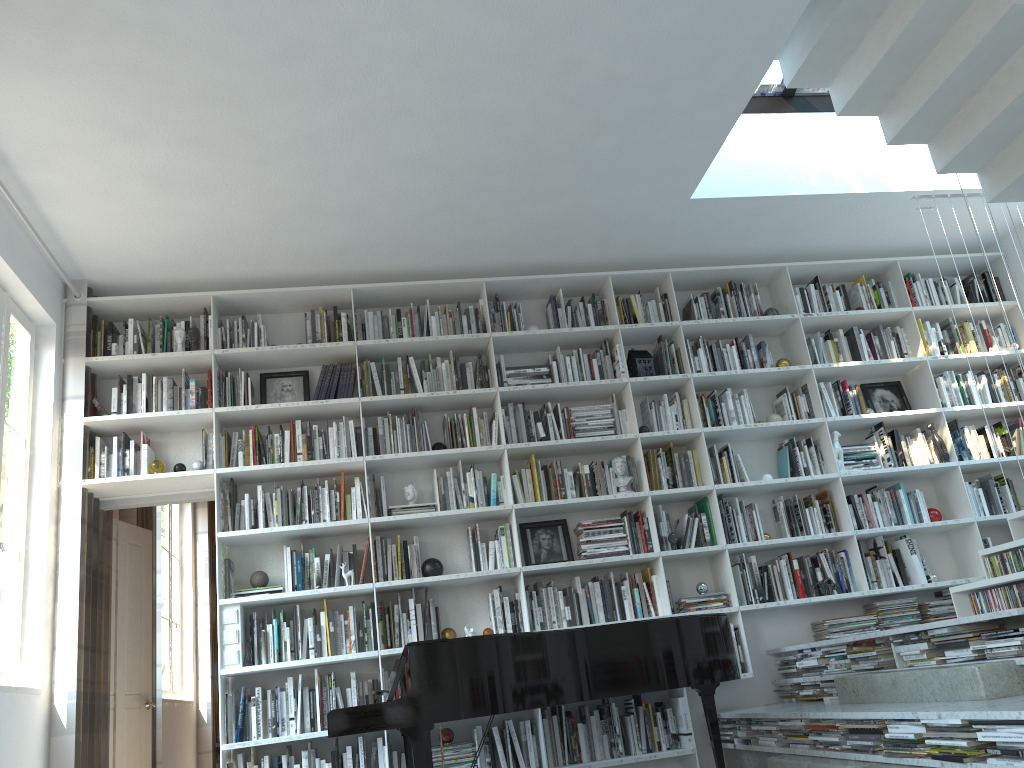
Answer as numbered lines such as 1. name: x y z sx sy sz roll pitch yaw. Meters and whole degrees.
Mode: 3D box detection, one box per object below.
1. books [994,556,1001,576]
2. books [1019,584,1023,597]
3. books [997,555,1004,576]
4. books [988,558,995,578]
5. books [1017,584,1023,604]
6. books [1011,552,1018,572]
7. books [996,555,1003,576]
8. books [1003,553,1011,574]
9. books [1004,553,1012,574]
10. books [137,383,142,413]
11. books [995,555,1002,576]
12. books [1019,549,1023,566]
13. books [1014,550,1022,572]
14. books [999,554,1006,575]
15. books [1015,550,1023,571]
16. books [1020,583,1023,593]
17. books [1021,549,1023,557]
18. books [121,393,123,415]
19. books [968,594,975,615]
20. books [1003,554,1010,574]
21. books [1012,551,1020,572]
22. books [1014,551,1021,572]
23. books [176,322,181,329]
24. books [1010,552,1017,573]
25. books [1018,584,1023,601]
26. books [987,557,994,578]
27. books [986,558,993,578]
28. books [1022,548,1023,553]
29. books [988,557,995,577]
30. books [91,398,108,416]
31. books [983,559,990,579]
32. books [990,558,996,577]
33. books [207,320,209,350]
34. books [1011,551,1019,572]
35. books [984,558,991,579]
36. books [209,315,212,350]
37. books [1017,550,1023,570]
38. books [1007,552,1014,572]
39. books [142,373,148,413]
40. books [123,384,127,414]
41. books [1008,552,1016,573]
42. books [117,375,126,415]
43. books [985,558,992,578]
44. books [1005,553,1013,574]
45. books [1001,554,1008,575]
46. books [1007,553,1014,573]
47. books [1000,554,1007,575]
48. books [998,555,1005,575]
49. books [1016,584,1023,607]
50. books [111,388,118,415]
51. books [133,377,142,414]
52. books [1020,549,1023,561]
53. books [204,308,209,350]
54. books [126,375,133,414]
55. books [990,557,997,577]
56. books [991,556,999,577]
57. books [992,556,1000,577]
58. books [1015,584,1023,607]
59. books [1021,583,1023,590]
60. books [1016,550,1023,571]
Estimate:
1. books: 2.636 0.969 4.712 0.125 0.125 0.008 -4 -19 -10
2. books: 2.558 1.032 4.337 0.125 0.125 0.008 -4 -19 -10
3. books: 2.639 0.960 4.691 0.125 0.125 0.007 -4 -19 -10
4. books: 2.629 0.987 4.760 0.125 0.125 0.008 -4 -19 -10
5. books: 2.556 1.037 4.351 0.125 0.125 0.008 -4 -19 -10
6. books: 2.655 0.922 4.589 0.125 0.125 0.008 -4 -19 -10
7. books: 2.638 0.963 4.698 0.125 0.125 0.007 -4 -19 -10
8. books: 2.647 0.941 4.640 0.125 0.125 0.007 -4 -19 -10
9. books: 2.648 0.938 4.632 0.125 0.125 0.009 -4 -19 -10
10. books: -2.216 0.134 5.319 0.024 0.238 0.156 -4 -19 -10
11. books: 2.637 0.966 4.704 0.125 0.125 0.007 -4 -19 -10
12. books: 2.664 0.901 4.531 0.125 0.125 0.012 -4 -19 -10
13. books: 2.659 0.912 4.560 0.125 0.125 0.007 -4 -19 -10
14. books: 2.642 0.955 4.676 0.125 0.125 0.008 -4 -19 -10
15. books: 2.660 0.909 4.553 0.125 0.125 0.008 -4 -19 -10
16. books: 2.559 1.029 4.330 0.125 0.125 0.007 -4 -19 -10
17. books: 2.667 0.894 4.513 0.125 0.125 0.009 -4 -19 -10
18. books: -2.309 0.166 5.303 0.024 0.191 0.138 -4 -19 -10
19. books: 2.500 1.173 4.715 0.125 0.125 0.007 -4 -19 -10
20. books: 2.646 0.944 4.648 0.125 0.125 0.010 -4 -19 -10
21. books: 2.657 0.917 4.574 0.125 0.125 0.007 -4 -19 -10
22. books: 2.658 0.914 4.567 0.125 0.125 0.007 -4 -19 -10
23. books: -2.036 -0.233 5.462 0.025 0.243 0.168 -4 -19 -10
24. books: 2.654 0.925 4.596 0.125 0.125 0.008 -4 -19 -10
25. books: 2.557 1.034 4.344 0.125 0.125 0.008 -4 -19 -10
26. books: 2.628 0.989 4.767 0.125 0.125 0.007 -4 -19 -10
27. books: 2.627 0.992 4.774 0.125 0.125 0.008 -4 -19 -10
28. books: 2.668 0.891 4.504 0.125 0.125 0.007 -4 -19 -10
29. books: 2.630 0.984 4.753 0.125 0.125 0.009 -4 -19 -10
30. books: -2.424 0.180 5.276 0.121 0.175 0.130 -4 -19 -10
31. books: 2.623 1.000 4.796 0.125 0.125 0.009 -4 -19 -10
32. books: 2.631 0.981 4.746 0.125 0.125 0.007 -4 -19 -10
33. books: -1.868 -0.249 5.506 0.025 0.258 0.139 -4 -19 -10
34. books: 2.656 0.919 4.581 0.125 0.125 0.008 -4 -19 -10
35. books: 2.624 0.997 4.789 0.125 0.125 0.008 -4 -19 -10
36. books: -1.838 -0.260 5.475 0.024 0.251 0.236 -4 -19 -10
37. books: 2.662 0.904 4.540 0.125 0.125 0.008 -4 -19 -10
38. books: 2.652 0.930 4.610 0.125 0.125 0.008 -4 -19 -10
39. books: -2.183 0.101 5.308 0.021 0.285 0.179 -4 -19 -10
40. books: -2.285 0.138 5.289 0.022 0.227 0.172 -4 -19 -10
41. books: 2.653 0.928 4.604 0.125 0.125 0.008 -4 -19 -10
42. books: -2.332 0.114 5.306 0.011 0.295 0.163 -4 -19 -10
43. books: 2.625 0.995 4.782 0.125 0.125 0.009 -4 -19 -10
44. books: 2.649 0.936 4.625 0.125 0.125 0.009 -4 -19 -10
45. books: 2.644 0.948 4.657 0.125 0.125 0.010 -4 -19 -10
46. books: 2.651 0.933 4.617 0.125 0.125 0.007 -4 -19 -10
47. books: 2.643 0.952 4.667 0.125 0.125 0.010 -4 -19 -10
48. books: 2.640 0.958 4.683 0.125 0.125 0.008 -4 -19 -10
49. books: 2.555 1.039 4.357 0.125 0.125 0.008 -4 -19 -10
50. books: -2.349 0.152 5.286 0.034 0.217 0.167 -4 -19 -10
51. books: -2.244 0.113 5.323 0.028 0.287 0.133 -4 -19 -10
52. books: 2.665 0.897 4.520 0.125 0.125 0.011 -4 -19 -10
53. books: -1.891 -0.286 5.510 0.014 0.336 0.168 -4 -19 -10
54. books: -2.266 0.110 5.297 0.023 0.281 0.186 -4 -19 -10
55. books: 2.632 0.979 4.739 0.125 0.125 0.008 -4 -19 -10
56. books: 2.633 0.975 4.731 0.125 0.125 0.010 -4 -19 -10
57. books: 2.634 0.972 4.723 0.125 0.125 0.012 -4 -19 -10
58. books: 2.553 1.042 4.365 0.125 0.125 0.008 -4 -19 -10
59. books: 2.560 1.027 4.323 0.125 0.125 0.008 -4 -19 -10
60. books: 2.661 0.907 4.547 0.125 0.125 0.008 -4 -19 -10
